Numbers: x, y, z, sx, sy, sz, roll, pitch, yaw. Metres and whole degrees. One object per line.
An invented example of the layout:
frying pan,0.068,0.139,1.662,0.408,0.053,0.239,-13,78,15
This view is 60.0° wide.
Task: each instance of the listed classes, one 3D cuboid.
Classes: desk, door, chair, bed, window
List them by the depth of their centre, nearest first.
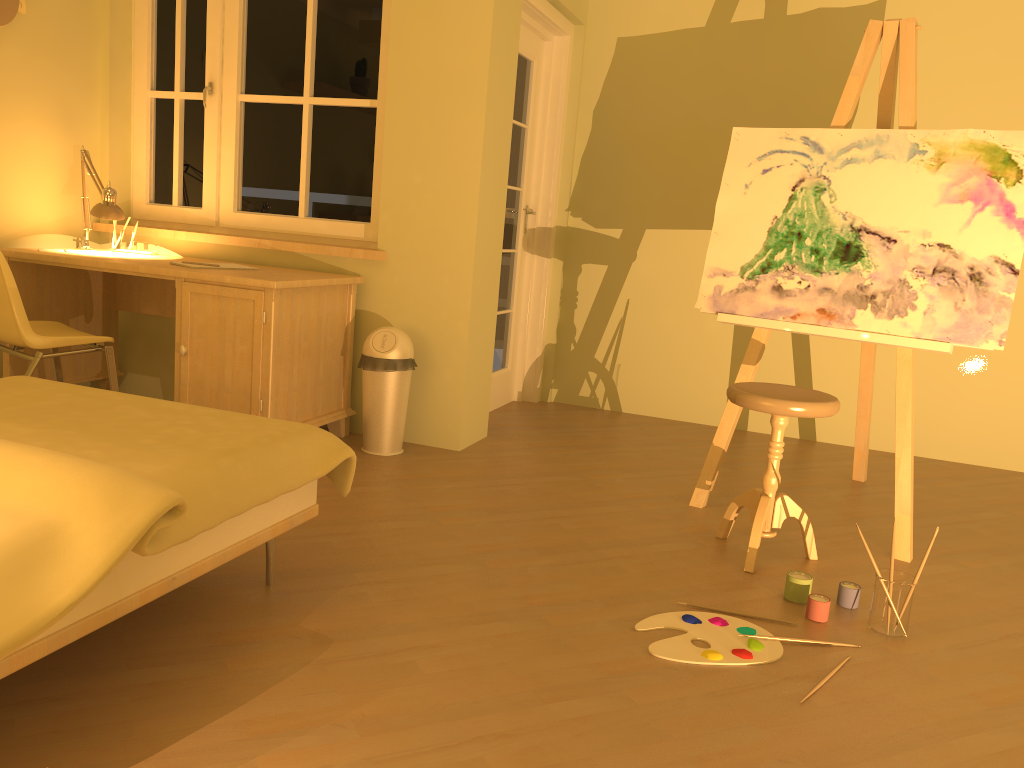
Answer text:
bed,-1.343,0.172,1.525,1.286,0.894,2.378,8,11,18
chair,0.838,0.295,2.870,0.348,0.551,0.364,11,12,29
chair,-1.874,-0.157,3.423,0.531,0.785,0.546,13,13,38
desk,-1.450,-0.168,3.879,1.396,0.720,0.684,8,11,18
window,-1.191,-1.328,4.170,1.486,1.263,0.142,8,11,18
door,-0.039,-0.824,4.574,0.098,2.033,0.884,8,11,18

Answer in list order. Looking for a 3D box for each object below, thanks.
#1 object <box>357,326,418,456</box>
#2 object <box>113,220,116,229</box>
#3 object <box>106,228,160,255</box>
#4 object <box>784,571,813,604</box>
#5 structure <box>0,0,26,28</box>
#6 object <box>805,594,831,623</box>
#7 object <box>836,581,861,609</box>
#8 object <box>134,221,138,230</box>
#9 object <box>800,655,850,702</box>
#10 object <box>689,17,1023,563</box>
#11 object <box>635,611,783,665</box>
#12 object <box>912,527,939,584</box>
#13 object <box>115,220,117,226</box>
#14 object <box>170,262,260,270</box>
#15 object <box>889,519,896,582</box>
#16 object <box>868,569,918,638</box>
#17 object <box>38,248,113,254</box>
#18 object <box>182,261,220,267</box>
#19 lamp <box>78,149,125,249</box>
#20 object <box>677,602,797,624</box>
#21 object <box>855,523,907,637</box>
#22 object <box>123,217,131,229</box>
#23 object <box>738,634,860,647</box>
object,-0.535,0.022,3.777,0.255,0.535,0.248,-3,13,-36
object,-1.870,-0.720,4.177,0.009,0.162,0.053,4,10,-6
object,-1.780,-0.668,4.163,0.240,0.105,0.070,7,10,11
object,0.830,0.589,2.573,0.073,0.073,0.073,9,11,22
structure,-2.151,-1.618,3.659,0.027,0.432,0.360,8,11,18
object,0.846,0.620,2.452,0.060,0.060,0.060,5,10,0
object,0.974,0.611,2.565,0.060,0.060,0.060,5,10,3
object,-1.787,-0.701,4.186,0.043,0.138,0.010,4,10,-7
object,0.749,0.698,2.109,0.010,0.010,0.325,13,13,38
object,1.190,-0.387,3.360,0.972,1.896,1.132,5,10,1
object,0.504,0.645,2.279,0.366,0.014,0.288,3,10,-9
object,1.076,0.522,2.363,0.010,0.319,0.069,-5,14,-44
object,-1.878,-0.724,4.192,0.009,0.165,0.034,7,10,11
object,-1.247,-0.496,3.728,0.210,0.010,0.300,14,14,43
object,1.039,0.523,2.428,0.010,0.286,0.159,7,10,13
object,1.028,0.595,2.401,0.106,0.157,0.106,3,10,-10
object,-1.922,-0.586,3.910,0.300,0.009,0.040,-4,13,-41
object,-1.288,-0.496,3.669,0.166,0.009,0.008,7,10,9
lamp,-1.885,-0.823,3.980,0.484,0.455,0.140,14,14,43
object,0.617,0.629,2.434,0.325,0.010,0.010,7,10,13
object,0.998,0.528,2.399,0.172,0.278,0.010,11,12,30
object,-1.843,-0.715,4.194,0.073,0.155,0.008,2,11,-17
object,0.742,0.663,2.290,0.325,0.015,0.010,4,10,-3
